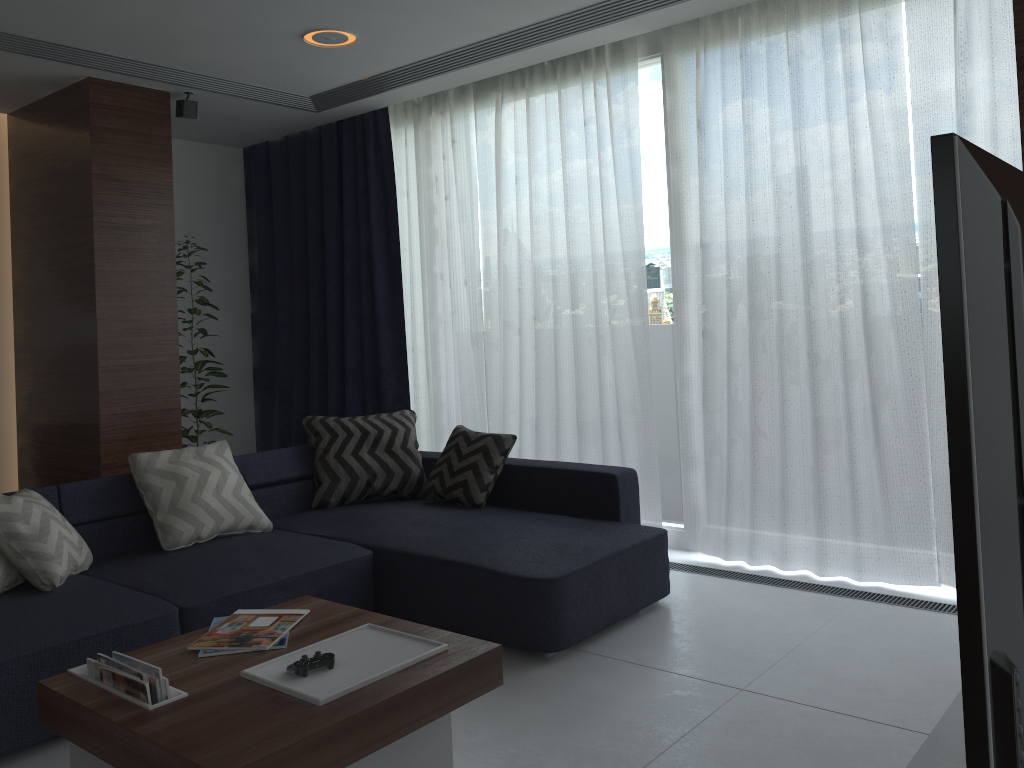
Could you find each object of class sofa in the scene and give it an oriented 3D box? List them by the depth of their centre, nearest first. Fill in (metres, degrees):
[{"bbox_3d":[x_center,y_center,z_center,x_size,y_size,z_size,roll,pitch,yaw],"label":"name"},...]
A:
[{"bbox_3d":[-0.873,0.675,3.250,1.896,0.608,2.880,0,4,40],"label":"sofa"}]

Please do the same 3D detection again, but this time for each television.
[{"bbox_3d":[0.781,0.138,1.185,0.297,0.787,1.233,-3,1,40],"label":"television"}]

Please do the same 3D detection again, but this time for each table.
[{"bbox_3d":[-0.583,0.856,2.192,0.804,0.352,0.802,0,4,40],"label":"table"}]

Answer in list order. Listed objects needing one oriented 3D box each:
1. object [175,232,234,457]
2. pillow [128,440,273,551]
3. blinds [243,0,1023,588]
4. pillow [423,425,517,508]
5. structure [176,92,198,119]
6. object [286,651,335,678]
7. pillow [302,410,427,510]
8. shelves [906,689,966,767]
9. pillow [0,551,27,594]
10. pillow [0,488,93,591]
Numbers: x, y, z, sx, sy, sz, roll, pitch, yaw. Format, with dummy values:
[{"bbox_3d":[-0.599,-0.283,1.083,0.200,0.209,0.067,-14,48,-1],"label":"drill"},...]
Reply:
[{"bbox_3d":[-2.003,-0.041,5.572,0.503,1.848,0.482,-3,-1,8],"label":"object"},{"bbox_3d":[-1.326,0.465,3.752,0.342,0.388,0.496,-2,2,40],"label":"pillow"},{"bbox_3d":[-0.985,-0.343,2.320,7.125,2.774,5.814,0,4,43],"label":"blinds"},{"bbox_3d":[-0.211,0.391,4.240,0.414,0.345,0.287,-1,2,45],"label":"pillow"},{"bbox_3d":[-1.844,-1.571,5.006,0.114,0.142,0.085,-2,0,45],"label":"structure"},{"bbox_3d":[-0.480,0.669,2.128,0.113,0.036,0.070,-5,3,-37],"label":"object"},{"bbox_3d":[-0.733,0.411,4.468,0.598,0.519,0.355,-3,0,-20],"label":"pillow"},{"bbox_3d":[1.261,0.747,1.393,0.871,0.499,2.356,-1,4,40],"label":"shelves"},{"bbox_3d":[-1.870,0.578,2.949,0.330,0.294,0.416,-3,2,2],"label":"pillow"},{"bbox_3d":[-1.711,0.548,3.186,0.280,0.351,0.418,-3,2,-7],"label":"pillow"}]
